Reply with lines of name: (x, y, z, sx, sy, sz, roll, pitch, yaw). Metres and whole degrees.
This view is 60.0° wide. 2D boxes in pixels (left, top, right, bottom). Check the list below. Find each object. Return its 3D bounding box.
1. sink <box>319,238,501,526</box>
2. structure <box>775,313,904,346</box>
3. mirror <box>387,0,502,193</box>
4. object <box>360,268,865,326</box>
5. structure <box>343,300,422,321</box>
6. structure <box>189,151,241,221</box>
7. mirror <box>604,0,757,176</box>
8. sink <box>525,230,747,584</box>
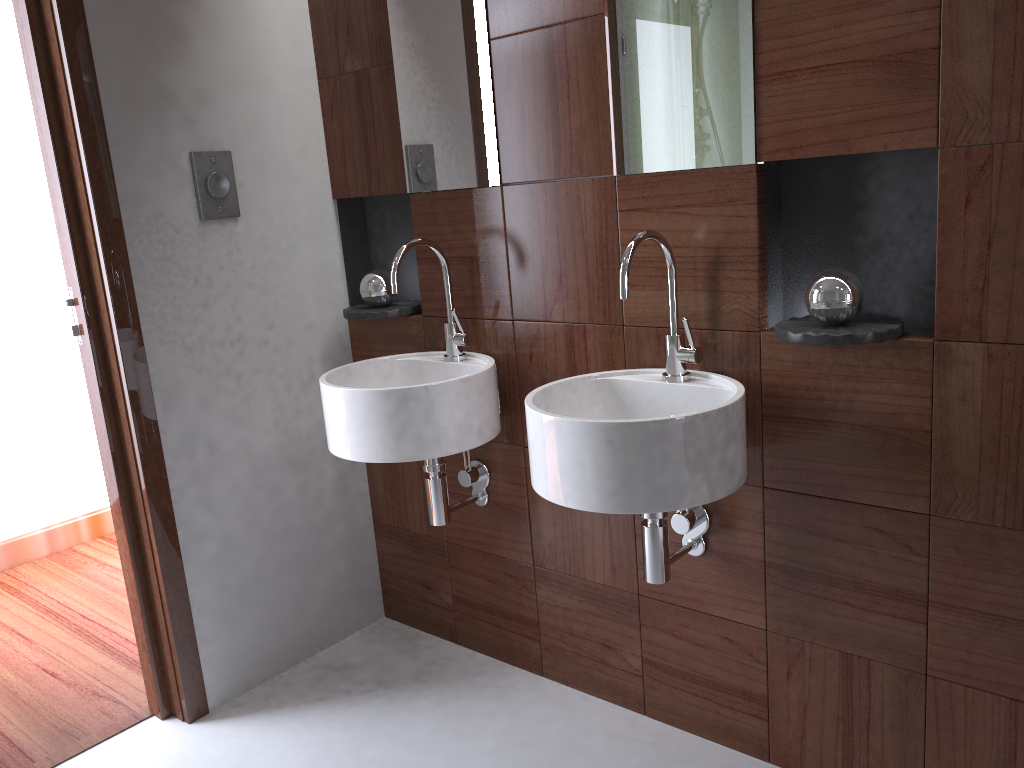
sink: (-0.241, 0.020, 2.116, 0.415, 0.715, 0.417, 6, 17, 40)
structure: (0.595, -0.101, 1.620, 0.220, 0.023, 0.222, 3, 15, 31)
mirror: (-0.171, -0.783, 2.093, 0.316, 0.635, 0.010, 6, 17, 40)
object: (0.110, -0.208, 2.003, 1.350, 0.104, 0.104, 6, 17, 40)
structure: (-0.352, -0.204, 2.434, 0.222, 0.023, 0.220, -5, 13, 2)
structure: (-0.730, -0.491, 2.189, 0.028, 0.164, 0.109, 6, 17, 40)
mirror: (0.309, -0.731, 1.681, 0.316, 0.635, 0.010, 6, 17, 40)
sink: (0.236, 0.072, 1.706, 0.415, 0.715, 0.417, 6, 17, 40)
